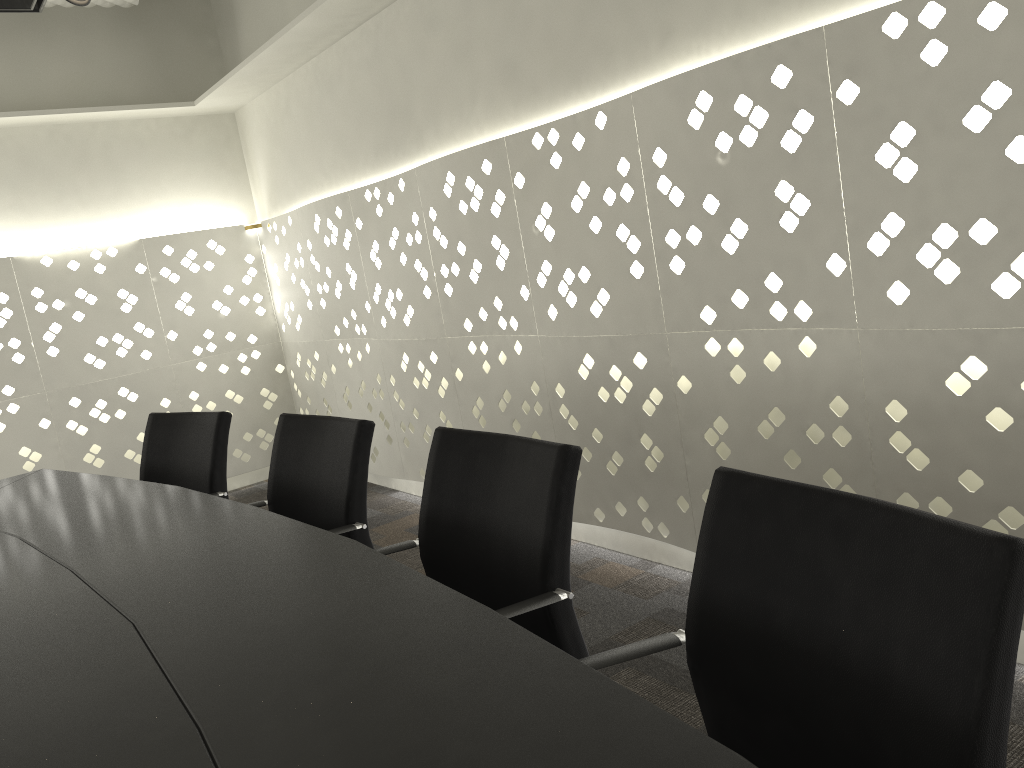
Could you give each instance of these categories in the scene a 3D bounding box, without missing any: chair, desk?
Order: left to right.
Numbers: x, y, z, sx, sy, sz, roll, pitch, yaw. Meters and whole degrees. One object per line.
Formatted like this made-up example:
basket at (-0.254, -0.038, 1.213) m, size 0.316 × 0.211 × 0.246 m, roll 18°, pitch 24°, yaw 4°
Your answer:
desk at (-0.682, 0.712, 1.143) m, size 1.223 × 0.658 × 3.364 m, roll -16°, pitch 11°, yaw -33°
chair at (-1.007, 0.496, 2.503) m, size 0.559 × 0.757 × 0.579 m, roll -1°, pitch 13°, yaw 45°
chair at (-0.527, 0.491, 2.015) m, size 0.579 × 0.757 × 0.559 m, roll -16°, pitch 11°, yaw -34°
chair at (-0.114, 0.503, 1.487) m, size 0.579 × 0.757 × 0.559 m, roll -15°, pitch 10°, yaw -29°
chair at (0.244, 0.533, 0.915) m, size 0.579 × 0.757 × 0.559 m, roll -13°, pitch 10°, yaw -19°

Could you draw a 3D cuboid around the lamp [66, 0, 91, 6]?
lamp at (-1.132, -1.103, 2.295) m, size 0.126 × 0.224 × 0.213 m, roll -15°, pitch 11°, yaw -31°
